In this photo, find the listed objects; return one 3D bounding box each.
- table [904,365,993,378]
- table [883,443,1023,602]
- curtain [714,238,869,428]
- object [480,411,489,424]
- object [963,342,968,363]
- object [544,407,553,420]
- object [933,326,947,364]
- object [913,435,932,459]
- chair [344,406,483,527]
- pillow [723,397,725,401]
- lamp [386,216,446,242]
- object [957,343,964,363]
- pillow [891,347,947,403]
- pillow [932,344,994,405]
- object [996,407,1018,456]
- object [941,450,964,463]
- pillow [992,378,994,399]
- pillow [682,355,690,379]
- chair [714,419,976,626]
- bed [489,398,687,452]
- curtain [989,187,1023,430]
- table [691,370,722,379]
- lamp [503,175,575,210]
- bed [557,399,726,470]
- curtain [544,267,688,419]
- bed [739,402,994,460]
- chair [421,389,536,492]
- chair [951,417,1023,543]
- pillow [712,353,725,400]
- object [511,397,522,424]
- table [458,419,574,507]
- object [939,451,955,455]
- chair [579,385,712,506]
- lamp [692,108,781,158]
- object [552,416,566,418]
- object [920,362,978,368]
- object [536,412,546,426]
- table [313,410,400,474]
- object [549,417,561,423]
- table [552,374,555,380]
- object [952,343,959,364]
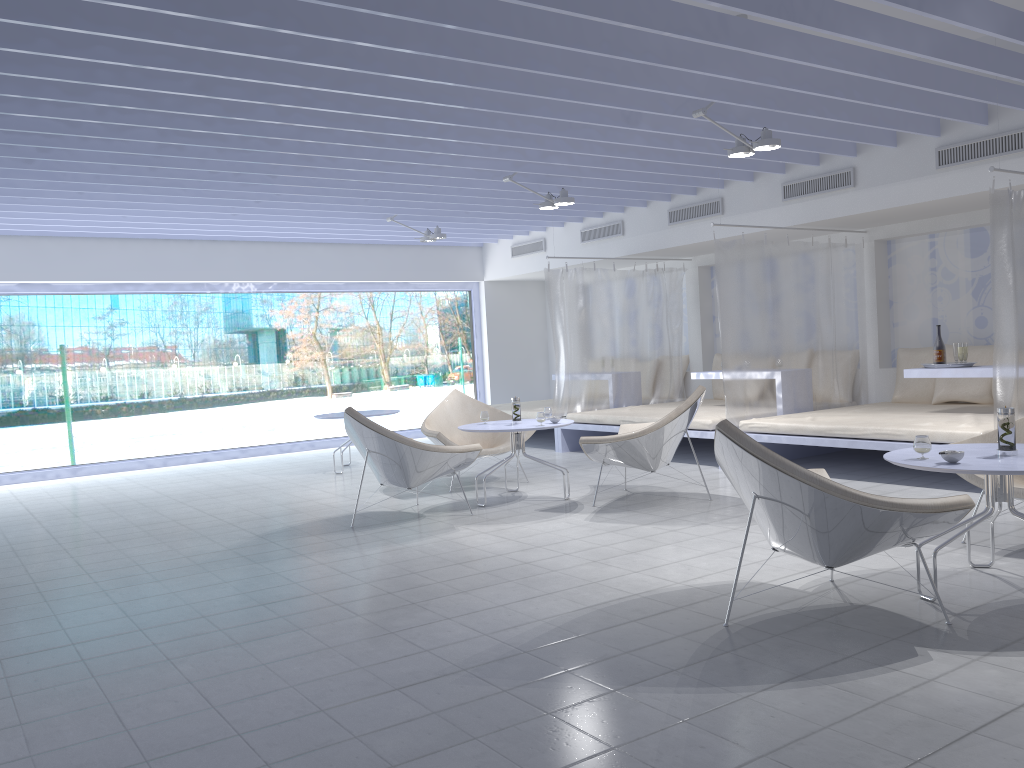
[{"bbox_3d":[3.427,0.101,6.356,0.416,0.450,1.065,-5,3,-34],"label":"table"},{"bbox_3d":[1.925,0.549,3.506,0.823,0.534,0.825,-2,3,33],"label":"table"},{"bbox_3d":[2.473,-0.457,7.659,1.998,1.559,0.125,-5,3,-36],"label":"curtain"},{"bbox_3d":[-0.198,0.243,6.431,0.068,0.091,0.068,-4,2,-12],"label":"object"},{"bbox_3d":[3.335,-0.219,6.529,0.059,0.174,0.059,-2,2,24],"label":"object"},{"bbox_3d":[0.264,0.215,6.490,0.068,0.091,0.068,-5,3,-42],"label":"object"},{"bbox_3d":[3.210,-0.290,6.663,0.092,0.302,0.092,-2,2,23],"label":"object"},{"bbox_3d":[1.627,0.251,3.516,0.068,0.091,0.068,-5,3,-44],"label":"object"},{"bbox_3d":[-0.744,0.497,5.799,0.753,0.759,0.906,-5,3,-39],"label":"chair"},{"bbox_3d":[2.487,-0.061,9.265,0.307,0.482,0.528,-4,2,-29],"label":"pillow"},{"bbox_3d":[-0.991,-1.580,9.024,0.587,0.218,0.380,-5,3,-34],"label":"lamp"},{"bbox_3d":[3.285,-0.214,6.487,0.059,0.174,0.059,-2,2,24],"label":"object"},{"bbox_3d":[3.589,-0.067,7.786,0.230,0.521,0.524,-4,3,-32],"label":"pillow"},{"bbox_3d":[3.809,-0.089,7.414,0.537,0.527,0.233,-2,3,36],"label":"pillow"},{"bbox_3d":[1.950,0.187,3.496,0.075,0.185,0.075,-2,2,19],"label":"object"},{"bbox_3d":[1.673,0.278,3.368,0.082,0.043,0.082,-5,3,-33],"label":"object"},{"bbox_3d":[4.049,-0.061,6.966,0.307,0.482,0.528,-5,3,-39],"label":"pillow"},{"bbox_3d":[1.832,-0.080,10.386,0.231,0.510,0.572,-5,3,-33],"label":"pillow"},{"bbox_3d":[1.115,0.485,3.351,0.753,0.759,0.906,-4,2,-17],"label":"chair"},{"bbox_3d":[0.677,0.415,10.451,2.022,0.422,2.200,-5,3,-34],"label":"bed"},{"bbox_3d":[3.675,-0.475,5.817,2.050,1.552,0.151,-5,3,-34],"label":"curtain"},{"bbox_3d":[2.193,0.101,8.173,0.416,0.450,1.065,-5,3,-34],"label":"table"},{"bbox_3d":[0.195,-1.581,7.279,0.587,0.218,0.380,-5,3,-34],"label":"lamp"},{"bbox_3d":[1.906,0.413,8.614,2.016,0.427,2.200,-5,3,-34],"label":"bed"},{"bbox_3d":[1.192,-0.474,9.470,2.050,1.552,0.151,-5,3,-34],"label":"curtain"},{"bbox_3d":[3.159,0.414,6.799,2.022,0.422,2.200,-5,3,-34],"label":"bed"},{"bbox_3d":[-0.327,0.421,7.220,0.906,0.759,0.753,-4,2,-24],"label":"chair"},{"bbox_3d":[2.621,0.372,4.175,0.753,0.759,0.906,-4,2,-30],"label":"chair"},{"bbox_3d":[2.369,-0.080,9.597,0.231,0.510,0.572,-5,3,-35],"label":"pillow"},{"bbox_3d":[0.031,0.187,6.300,0.075,0.189,0.075,-5,3,-42],"label":"object"},{"bbox_3d":[0.042,0.549,6.279,0.825,0.534,0.823,-5,3,-43],"label":"table"},{"bbox_3d":[1.643,0.260,3.353,0.098,0.016,0.012,-5,3,-35],"label":"object"},{"bbox_3d":[0.959,0.396,5.976,0.753,0.759,0.906,-2,2,26],"label":"chair"},{"bbox_3d":[1.369,-1.581,5.551,0.587,0.218,0.380,-5,3,-34],"label":"lamp"},{"bbox_3d":[0.325,0.230,6.122,0.098,0.016,0.012,-2,2,22],"label":"object"},{"bbox_3d":[3.246,-0.140,6.603,0.275,0.031,0.429,-5,3,-33],"label":"object"},{"bbox_3d":[0.197,0.237,6.019,0.068,0.091,0.068,-3,2,-6],"label":"object"},{"bbox_3d":[-1.474,0.548,8.542,0.825,0.534,0.823,-3,2,13],"label":"table"},{"bbox_3d":[0.298,0.251,6.139,0.082,0.043,0.082,-2,2,24],"label":"object"},{"bbox_3d":[0.947,0.102,10.006,0.416,0.450,1.065,-5,3,-34],"label":"table"},{"bbox_3d":[3.298,-0.219,6.582,0.059,0.174,0.059,-2,2,24],"label":"object"}]
